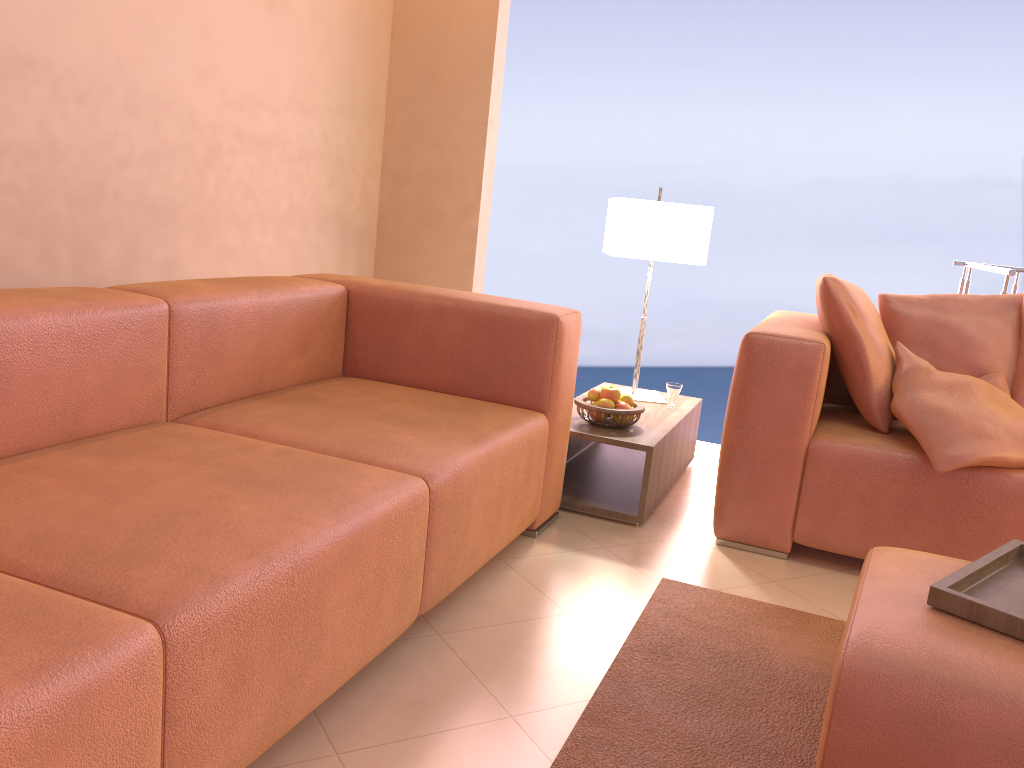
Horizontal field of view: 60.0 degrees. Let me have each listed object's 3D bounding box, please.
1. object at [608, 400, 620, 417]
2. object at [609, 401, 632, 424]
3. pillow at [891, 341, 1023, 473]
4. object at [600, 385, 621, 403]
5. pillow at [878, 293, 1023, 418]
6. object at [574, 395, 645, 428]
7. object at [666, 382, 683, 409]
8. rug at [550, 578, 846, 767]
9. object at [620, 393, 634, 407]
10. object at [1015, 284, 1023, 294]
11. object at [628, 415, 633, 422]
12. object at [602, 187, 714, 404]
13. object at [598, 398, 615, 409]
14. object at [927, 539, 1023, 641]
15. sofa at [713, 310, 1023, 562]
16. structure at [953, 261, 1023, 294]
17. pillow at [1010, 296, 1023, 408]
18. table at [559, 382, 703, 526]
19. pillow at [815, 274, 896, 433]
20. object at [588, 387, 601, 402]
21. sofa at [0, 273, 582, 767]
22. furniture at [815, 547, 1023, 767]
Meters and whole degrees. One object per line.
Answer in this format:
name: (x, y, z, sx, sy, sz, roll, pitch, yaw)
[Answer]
object: (0.329, 0.079, 2.974, 0.077, 0.065, 0.076, 13, 13, 31)
object: (0.356, 0.094, 2.906, 0.074, 0.076, 0.072, 12, 13, 29)
pillow: (1.351, 0.063, 2.574, 0.517, 0.292, 0.514, 4, 11, -11)
object: (0.323, 0.037, 2.918, 0.069, 0.061, 0.068, 2, 12, -18)
pillow: (1.460, -0.097, 2.928, 0.492, 0.446, 0.255, 7, 11, 3)
object: (0.321, 0.095, 2.950, 0.235, 0.071, 0.235, 8, 11, 12)
object: (0.598, 0.045, 3.296, 0.061, 0.091, 0.061, 0, 13, -29)
rug: (1.292, 0.870, 1.101, 2.626, 0.005, 1.833, 10, 12, 20)
object: (0.380, 0.057, 2.942, 0.045, 0.053, 0.051, 16, 15, 42)
object: (2.356, -0.057, 3.548, 0.703, 1.088, 0.729, 4, 11, -11)
object: (0.384, 0.103, 2.959, 0.046, 0.046, 0.055, 6, 11, -2)
object: (0.518, -0.347, 3.402, 0.344, 0.799, 0.344, 6, 11, -1)
object: (0.306, 0.070, 2.879, 0.055, 0.047, 0.045, 5, 11, -3)
object: (1.005, 0.388, 1.507, 0.436, 0.034, 0.421, -5, 15, -44)
sofa: (2.066, 0.316, 2.586, 2.781, 0.672, 0.943, 10, 12, 20)
structure: (4.120, 0.023, 3.625, 4.176, 0.541, 1.663, 10, 12, 20)
pillow: (1.822, -0.030, 2.792, 0.470, 0.468, 0.211, 9, 12, 15)
table: (0.393, 0.223, 3.223, 0.412, 0.268, 0.918, 10, 12, 20)
pillow: (1.115, -0.112, 2.857, 0.314, 0.455, 0.519, 9, 12, 16)
object: (0.274, 0.035, 2.941, 0.047, 0.046, 0.054, 7, 11, 6)
sofa: (-0.728, 0.212, 1.632, 0.943, 0.672, 2.781, 10, 12, 20)
furniture: (1.194, 0.600, 1.390, 1.291, 0.301, 0.685, 11, 12, 25)
